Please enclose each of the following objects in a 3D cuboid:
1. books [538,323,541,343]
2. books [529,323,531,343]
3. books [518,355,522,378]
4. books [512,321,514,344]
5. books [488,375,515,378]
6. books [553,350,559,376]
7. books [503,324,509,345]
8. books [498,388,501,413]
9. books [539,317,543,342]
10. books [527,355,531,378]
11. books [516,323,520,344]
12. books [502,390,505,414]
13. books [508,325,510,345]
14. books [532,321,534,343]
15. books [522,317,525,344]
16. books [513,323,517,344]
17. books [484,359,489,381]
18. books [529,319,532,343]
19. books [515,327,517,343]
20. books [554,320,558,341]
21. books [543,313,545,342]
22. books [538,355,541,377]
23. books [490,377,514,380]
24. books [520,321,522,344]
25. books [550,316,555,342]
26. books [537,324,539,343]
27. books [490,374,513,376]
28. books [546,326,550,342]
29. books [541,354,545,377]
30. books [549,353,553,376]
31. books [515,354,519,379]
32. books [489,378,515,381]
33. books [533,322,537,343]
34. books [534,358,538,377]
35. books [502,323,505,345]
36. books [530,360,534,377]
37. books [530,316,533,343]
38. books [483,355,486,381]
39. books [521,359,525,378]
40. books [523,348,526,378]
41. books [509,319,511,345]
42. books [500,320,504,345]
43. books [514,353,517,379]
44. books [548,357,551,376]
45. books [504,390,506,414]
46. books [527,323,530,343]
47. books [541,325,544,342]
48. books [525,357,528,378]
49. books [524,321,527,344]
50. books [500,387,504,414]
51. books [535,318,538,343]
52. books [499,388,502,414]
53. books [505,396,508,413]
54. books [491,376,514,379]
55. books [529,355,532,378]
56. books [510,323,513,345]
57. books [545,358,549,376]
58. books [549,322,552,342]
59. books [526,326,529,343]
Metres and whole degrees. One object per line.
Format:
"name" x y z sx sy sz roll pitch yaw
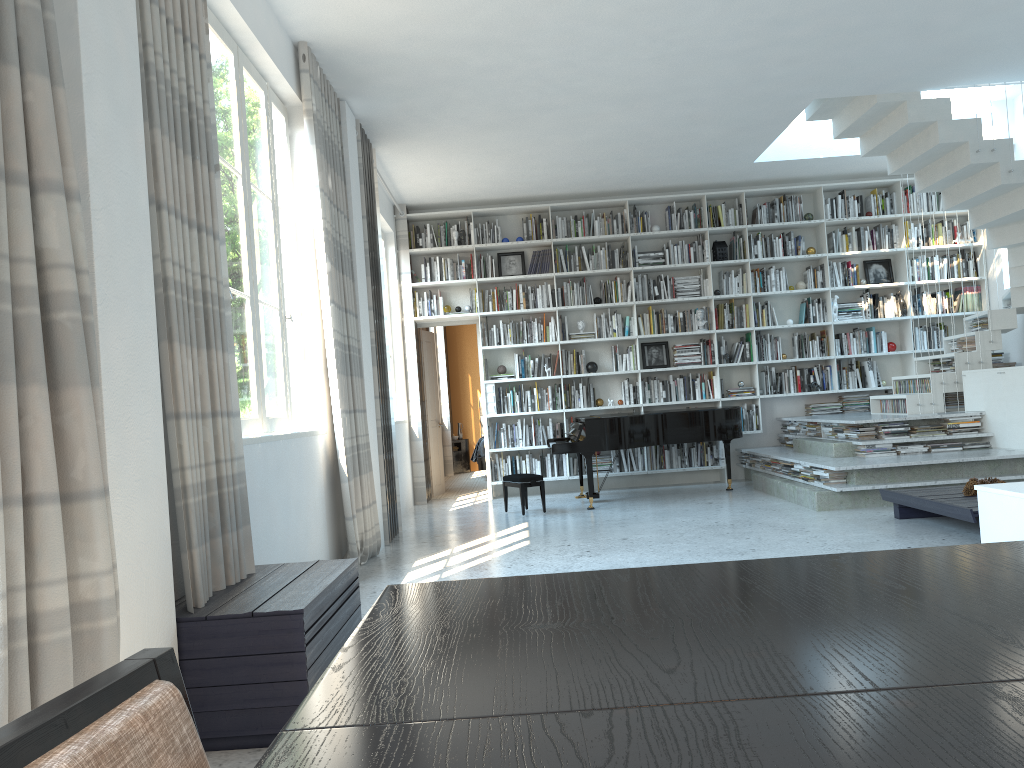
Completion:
"books" 0.302 -0.549 9.734 0.021 0.220 0.148 -4 -1 0
"books" 0.197 -0.545 9.730 0.013 0.227 0.151 -4 -1 0
"books" 0.086 -0.183 9.725 0.031 0.255 0.143 -4 -1 0
"books" 0.012 -0.553 9.731 0.011 0.271 0.157 -4 -1 0
"books" -0.109 -0.084 9.720 0.285 0.012 0.159 -4 -2 4
"books" 0.482 -0.222 9.681 0.082 0.276 0.228 -4 -1 0
"books" -0.063 -0.534 9.743 0.049 0.243 0.139 -4 -1 0
"books" -0.138 0.186 9.726 0.008 0.285 0.159 -4 -1 0
"books" 0.317 -0.586 9.739 0.015 0.292 0.144 -4 -1 0
"books" 0.184 -0.186 9.728 0.022 0.249 0.129 -4 -1 0
"books" 0.064 -0.543 9.722 0.023 0.242 0.184 -4 -1 0
"books" -0.092 0.196 9.725 0.022 0.257 0.141 -4 -1 0
"books" -0.031 -0.530 9.724 0.014 0.230 0.148 -4 -1 0
"books" 0.231 -0.559 9.736 0.011 0.251 0.139 -4 -1 0
"books" 0.127 -0.576 9.722 0.013 0.300 0.151 -4 -1 0
"books" 0.030 -0.538 9.714 0.024 0.237 0.167 -4 -1 0
"books" -0.278 -0.151 9.722 0.028 0.243 0.156 -4 -1 0
"books" 0.208 -0.568 9.725 0.012 0.272 0.145 -4 -1 0
"books" 0.049 -0.522 9.741 0.010 0.204 0.139 -4 -1 0
"books" 0.480 -0.580 9.733 0.036 0.257 0.123 -4 -1 0
"books" 0.354 -0.605 9.725 0.035 0.325 0.170 -4 -1 0
"books" 0.298 -0.191 9.729 0.013 0.242 0.141 -4 -1 0
"books" -0.107 -0.059 9.727 0.254 0.012 0.161 -4 -2 1
"books" 0.098 -0.552 9.740 0.048 0.256 0.141 -4 -1 0
"books" 0.447 -0.592 9.733 0.027 0.286 0.148 -4 -1 0
"books" 0.286 -0.546 9.730 0.012 0.217 0.160 -4 -1 0
"books" -0.109 -0.095 9.727 0.254 0.012 0.161 -4 -2 1
"books" 0.391 -0.536 9.727 0.030 0.183 0.152 -4 -1 0
"books" 0.334 -0.200 9.715 0.060 0.255 0.158 -4 -1 0
"books" 0.432 -0.205 9.720 0.021 0.251 0.154 -4 -1 0
"books" 0.058 -0.190 9.718 0.024 0.273 0.150 -4 -1 0
"books" -0.106 -0.047 9.722 0.285 0.012 0.159 -4 -2 3
"books" 0.250 -0.556 9.745 0.028 0.242 0.131 -4 -1 0
"books" 0.264 -0.174 9.730 0.056 0.214 0.142 -4 -1 0
"books" -0.094 -0.534 9.719 0.011 0.246 0.176 -4 -1 0
"books" 0.222 -0.160 9.697 0.029 0.190 0.189 -4 -1 0
"books" 0.218 -0.584 9.741 0.011 0.304 0.130 -4 -1 0
"books" -0.299 -0.170 9.732 0.012 0.285 0.159 -4 -1 0
"books" 0.118 -0.162 9.695 0.029 0.208 0.189 -4 -1 0
"books" 0.134 -0.226 9.730 0.011 0.336 0.153 -4 -1 0
"books" -0.021 -0.562 9.722 0.011 0.293 0.183 -4 -1 0
"books" -0.112 -0.550 9.728 0.023 0.281 0.174 -4 -1 0
"books" 0.040 -0.194 9.719 0.012 0.285 0.159 -4 -1 0
"books" 0.409 -0.183 9.717 0.027 0.209 0.143 -4 -1 0
"books" -0.078 0.191 9.706 0.007 0.264 0.177 -4 -1 0
"books" 0.184 -0.545 9.718 0.013 0.229 0.177 -4 -1 0
"books" 0.334 -0.543 9.723 0.013 0.203 0.161 -4 -1 0
"books" 0.158 -0.175 9.735 0.030 0.231 0.148 -4 -1 0
"books" 0.145 -0.556 9.732 0.021 0.256 0.156 -4 -1 0
"books" -0.112 0.179 9.718 0.014 0.294 0.171 -4 -1 0
"books" 0.270 -0.574 9.716 0.015 0.275 0.157 -4 -1 0
"books" -0.127 0.182 9.725 0.016 0.289 0.152 -4 -1 0
"books" -0.062 0.227 9.689 0.019 0.189 0.193 -4 -1 0
"books" -0.108 -0.071 9.723 0.254 0.012 0.161 -4 -2 -3
"books" 0.200 -0.189 9.710 0.011 0.250 0.172 -4 -1 0
"books" -0.003 -0.541 9.713 0.021 0.247 0.189 -4 -1 0
"books" 0.380 -0.180 9.707 0.030 0.207 0.172 -4 -1 0
"books" 0.420 -0.559 9.727 0.031 0.223 0.144 -4 -1 0
"books" 0.168 -0.531 9.732 0.021 0.205 0.130 -4 -1 0
